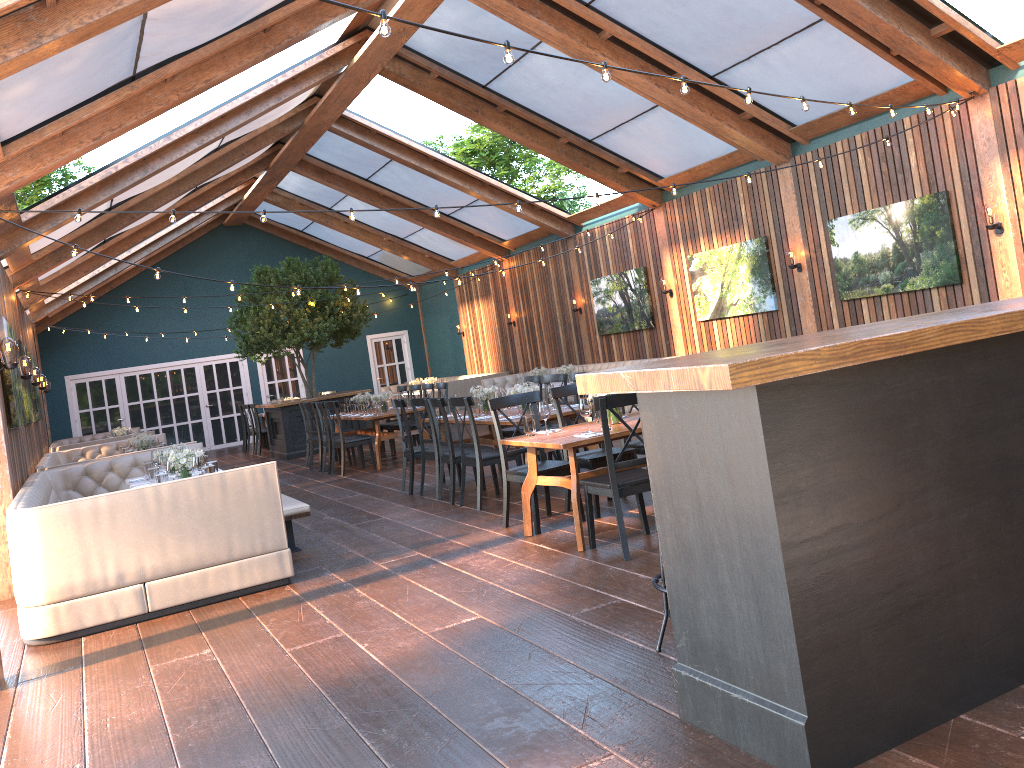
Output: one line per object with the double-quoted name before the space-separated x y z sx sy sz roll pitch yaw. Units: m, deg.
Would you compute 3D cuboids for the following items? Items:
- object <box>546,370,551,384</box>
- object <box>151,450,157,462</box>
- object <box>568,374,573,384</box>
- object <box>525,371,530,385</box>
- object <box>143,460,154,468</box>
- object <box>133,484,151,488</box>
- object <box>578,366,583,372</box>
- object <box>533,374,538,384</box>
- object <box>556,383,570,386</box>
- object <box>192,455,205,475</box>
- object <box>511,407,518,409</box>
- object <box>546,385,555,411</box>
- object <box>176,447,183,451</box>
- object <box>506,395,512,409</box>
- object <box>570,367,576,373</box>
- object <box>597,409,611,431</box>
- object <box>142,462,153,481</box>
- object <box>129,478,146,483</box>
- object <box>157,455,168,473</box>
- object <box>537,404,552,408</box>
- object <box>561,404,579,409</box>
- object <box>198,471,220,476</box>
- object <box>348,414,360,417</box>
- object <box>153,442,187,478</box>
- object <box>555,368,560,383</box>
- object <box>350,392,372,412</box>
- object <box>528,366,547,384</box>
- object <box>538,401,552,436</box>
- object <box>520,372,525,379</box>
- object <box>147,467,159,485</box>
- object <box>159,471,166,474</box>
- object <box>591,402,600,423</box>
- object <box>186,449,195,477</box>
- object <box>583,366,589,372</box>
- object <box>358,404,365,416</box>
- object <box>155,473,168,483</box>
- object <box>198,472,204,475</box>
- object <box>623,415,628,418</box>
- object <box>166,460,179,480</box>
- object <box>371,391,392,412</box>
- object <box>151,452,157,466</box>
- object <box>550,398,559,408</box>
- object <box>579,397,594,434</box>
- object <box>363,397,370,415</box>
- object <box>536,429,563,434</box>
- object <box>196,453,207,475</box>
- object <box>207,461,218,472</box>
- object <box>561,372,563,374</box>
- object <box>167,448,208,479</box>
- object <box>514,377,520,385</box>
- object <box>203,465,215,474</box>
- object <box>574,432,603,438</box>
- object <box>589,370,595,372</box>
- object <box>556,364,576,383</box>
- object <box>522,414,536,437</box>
"object" 0.615 -0.112 14.605 0.092 0.245 0.092 -9 -1 22
"object" -3.460 0.771 8.614 0.092 0.245 0.092 -9 -1 22
"object" 0.927 -0.080 13.796 0.092 0.158 0.091 -8 0 -40
"object" 0.281 -0.093 15.299 0.092 0.245 0.092 -9 -1 22
"object" -3.550 0.826 8.662 0.092 0.158 0.091 -8 0 -40
"object" -3.176 0.882 7.718 0.256 0.019 0.157 -10 3 -26
"object" 1.108 -0.166 14.151 0.092 0.245 0.092 -9 -1 22
"object" 0.424 -0.125 15.536 0.092 0.245 0.092 -9 -1 22
"object" 0.824 0.001 13.915 0.256 0.019 0.157 -10 3 -26
"object" -2.480 0.695 7.016 0.092 0.245 0.092 -9 -1 16
"object" 0.092 0.246 9.610 0.256 0.019 0.157 -10 3 -26
"object" 0.388 0.131 8.623 0.092 0.245 0.092 -9 -1 16
"object" -3.221 0.734 8.629 0.092 0.245 0.092 -9 -1 22
"object" -0.047 0.191 9.730 0.092 0.158 0.092 -9 0 0
"object" 0.970 -0.134 13.895 0.092 0.245 0.092 -8 -1 -23
"object" 0.646 0.246 6.149 0.092 0.158 0.092 -9 0 0
"object" -3.407 0.821 8.293 0.092 0.158 0.091 -8 0 -40
"object" -3.510 0.902 8.412 0.256 0.019 0.157 -10 3 -26
"object" -3.030 0.747 7.698 0.092 0.245 0.092 -9 -1 16
"object" 0.339 0.229 9.148 0.256 0.019 0.157 -10 3 -26
"object" 0.569 0.219 8.602 0.256 0.019 0.157 -10 3 -26
"object" -2.688 0.801 7.889 0.256 0.019 0.157 -10 3 -26
"object" -2.258 0.452 12.929 0.256 0.019 0.157 -10 3 -26
"object" -3.184 0.712 8.262 0.329 0.310 0.336 -9 1 -4
"object" 0.777 -0.146 14.821 0.092 0.245 0.092 -9 -1 22
"object" -2.325 0.277 13.782 0.337 0.310 0.327 -9 1 -31
"object" 0.468 -0.148 15.175 0.337 0.310 0.328 -9 1 -14
"object" 0.241 0.250 6.468 0.092 0.245 0.092 -9 -1 16
"object" 0.185 -0.088 15.521 0.092 0.245 0.092 -9 -1 22
"object" -3.072 0.801 7.599 0.092 0.158 0.091 -8 0 -40
"object" -3.420 0.872 8.776 0.158 0.019 0.254 -10 3 -26
"object" 0.653 0.217 6.784 0.092 0.158 0.092 -9 0 0
"object" -2.868 0.713 7.914 0.092 0.245 0.092 -9 -1 16
"object" 1.165 -0.165 13.923 0.092 0.245 0.092 -9 -1 22
"object" -2.170 0.375 12.778 0.092 0.158 0.092 -9 0 0
"object" -2.718 0.780 6.889 0.092 0.158 0.091 -8 0 -40
"object" -2.813 0.744 8.011 0.092 0.158 0.091 -8 0 -40
"object" 0.800 0.260 6.897 0.158 0.019 0.254 -10 3 -26
"object" -2.675 0.725 6.988 0.092 0.245 0.092 -9 -1 16
"object" -1.887 0.254 12.833 0.328 0.310 0.337 -8 1 11
"object" -3.364 0.767 8.392 0.092 0.245 0.092 -9 -1 22
"object" 0.422 0.165 8.727 0.092 0.158 0.092 -9 0 0
"object" 0.520 0.220 6.198 0.092 0.245 0.092 -9 -1 16
"object" -2.122 0.319 12.913 0.092 0.245 0.092 -8 -1 -23
"object" 0.283 0.350 6.629 0.158 0.019 0.254 -10 3 -26
"object" -2.537 0.693 7.244 0.092 0.245 0.092 -9 -1 16
"object" -2.481 0.724 7.340 0.092 0.158 0.091 -8 0 -40
"object" 0.832 -0.116 14.918 0.092 0.158 0.091 -8 0 -40
"object" -2.745 0.684 7.421 0.334 0.310 0.330 -8 1 38
"object" 0.095 -0.033 15.569 0.092 0.158 0.091 -8 0 -40
"object" -2.377 0.725 6.965 0.092 0.158 0.091 -8 0 -40
"object" 0.521 0.341 6.029 0.158 0.019 0.254 -10 3 -26
"object" 1.268 -0.135 13.873 0.091 0.158 0.092 -9 0 10
"object" 0.892 -0.174 14.318 0.336 0.310 0.328 -9 1 -10
"object" 0.131 0.307 6.529 0.092 0.158 0.092 -9 0 0
